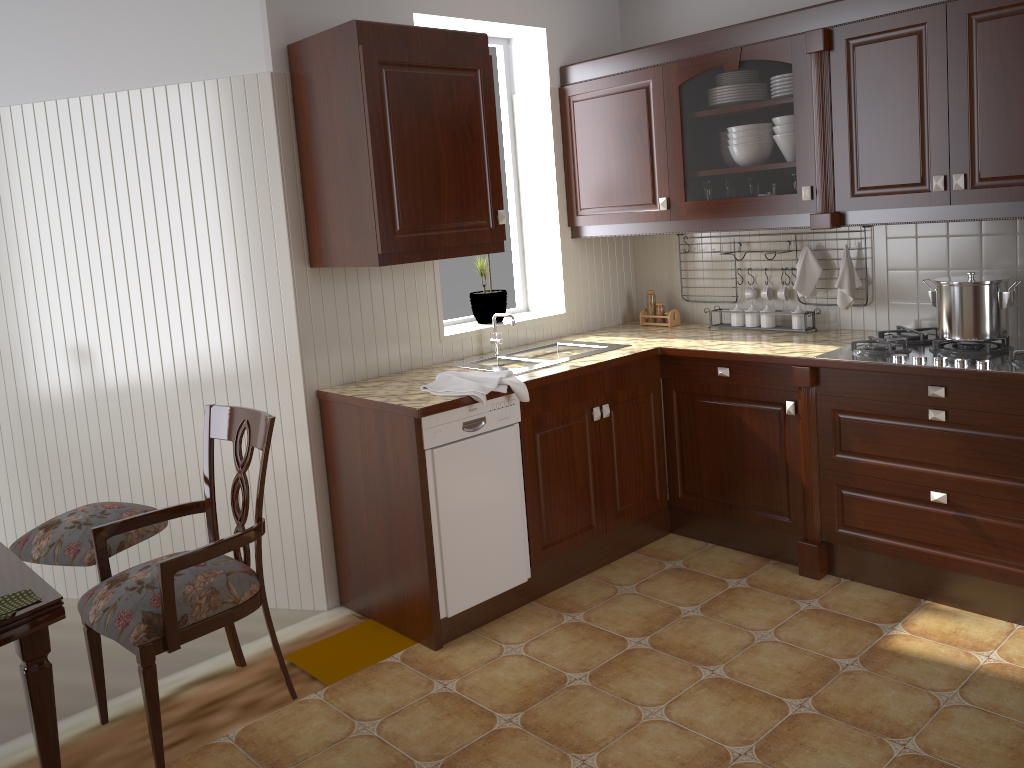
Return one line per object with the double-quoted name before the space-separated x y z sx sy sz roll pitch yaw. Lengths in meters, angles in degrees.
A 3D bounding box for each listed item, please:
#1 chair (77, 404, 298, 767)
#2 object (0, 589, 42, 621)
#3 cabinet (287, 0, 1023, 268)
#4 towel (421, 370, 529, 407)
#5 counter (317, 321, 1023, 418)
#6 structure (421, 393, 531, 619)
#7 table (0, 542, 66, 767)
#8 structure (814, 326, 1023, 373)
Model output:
"chair" -0.818 0.472 2.210 0.405 0.738 0.463 3 11 44
"object" -1.090 0.416 1.488 0.531 0.056 0.167 -10 12 -28
"cabinet" 0.687 -0.803 2.567 1.379 0.771 2.790 -13 14 -41
"towel" -0.110 0.017 3.033 0.343 0.096 0.334 -2 11 11
"counter" 0.900 -0.008 2.797 1.839 0.032 2.792 -14 15 -41
"structure" -0.227 0.415 3.119 0.427 0.740 0.380 -11 10 -42
"table" -1.607 0.666 1.996 0.741 0.552 1.683 -13 13 -41
"structure" 1.538 -0.129 2.987 0.595 0.046 0.818 -14 15 -41
